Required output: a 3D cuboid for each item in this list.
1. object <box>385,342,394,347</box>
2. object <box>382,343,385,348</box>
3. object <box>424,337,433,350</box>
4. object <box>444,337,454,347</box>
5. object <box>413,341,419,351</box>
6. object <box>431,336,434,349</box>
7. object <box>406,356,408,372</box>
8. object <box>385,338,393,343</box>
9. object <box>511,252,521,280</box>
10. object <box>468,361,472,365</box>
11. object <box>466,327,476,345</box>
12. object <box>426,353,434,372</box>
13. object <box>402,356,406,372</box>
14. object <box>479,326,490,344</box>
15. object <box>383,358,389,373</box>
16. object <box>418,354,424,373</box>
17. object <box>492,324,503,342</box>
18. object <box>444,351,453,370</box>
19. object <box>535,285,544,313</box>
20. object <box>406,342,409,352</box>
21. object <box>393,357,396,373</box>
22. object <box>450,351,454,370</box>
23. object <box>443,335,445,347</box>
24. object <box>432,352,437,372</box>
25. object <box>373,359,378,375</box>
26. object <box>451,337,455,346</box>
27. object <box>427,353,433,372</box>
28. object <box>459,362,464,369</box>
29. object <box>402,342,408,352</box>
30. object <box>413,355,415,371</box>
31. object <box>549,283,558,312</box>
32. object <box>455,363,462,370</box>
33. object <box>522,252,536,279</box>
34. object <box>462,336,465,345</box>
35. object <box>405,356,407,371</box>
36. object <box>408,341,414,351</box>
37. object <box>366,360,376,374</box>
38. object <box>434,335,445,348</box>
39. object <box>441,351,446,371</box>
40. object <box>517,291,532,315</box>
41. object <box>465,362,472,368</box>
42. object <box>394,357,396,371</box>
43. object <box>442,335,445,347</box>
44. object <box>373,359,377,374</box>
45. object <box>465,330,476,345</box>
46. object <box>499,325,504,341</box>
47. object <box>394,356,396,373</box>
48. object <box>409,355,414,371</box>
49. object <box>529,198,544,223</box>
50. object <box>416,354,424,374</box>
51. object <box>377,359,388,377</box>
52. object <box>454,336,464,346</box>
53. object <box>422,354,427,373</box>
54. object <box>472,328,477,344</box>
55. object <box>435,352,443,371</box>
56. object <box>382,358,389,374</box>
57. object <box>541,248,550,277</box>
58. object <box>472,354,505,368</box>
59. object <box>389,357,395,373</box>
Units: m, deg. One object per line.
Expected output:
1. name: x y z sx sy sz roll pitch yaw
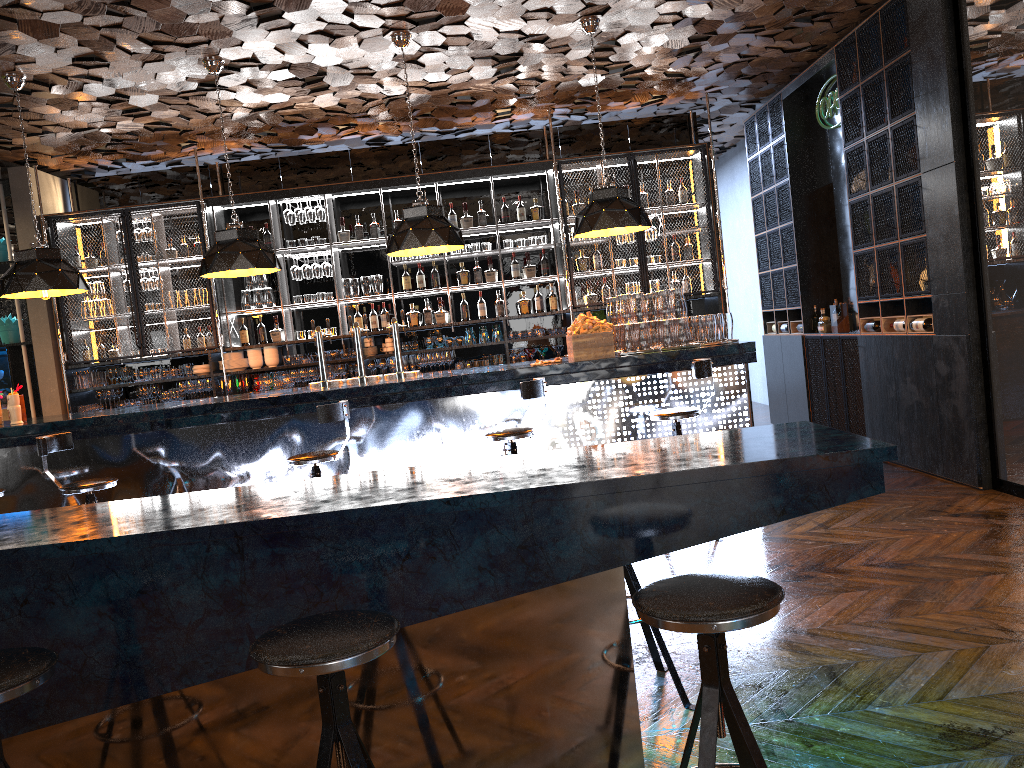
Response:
1. object: -1.241 -0.390 9.054 0.094 0.069 0.106 -4 4 40
2. object: -1.289 -0.389 9.140 0.094 0.069 0.105 -8 4 -24
3. object: -0.846 -0.416 9.017 0.100 0.125 0.100 -4 4 38
4. object: -0.637 -0.424 8.999 0.098 0.097 0.098 -8 4 -22
5. object: -0.992 -0.392 9.122 0.058 0.099 0.067 -6 3 11
6. object: -0.849 -0.422 9.139 0.100 0.125 0.100 -10 5 -43
7. object: -1.085 -0.177 9.136 0.049 0.231 0.049 -4 4 35
8. object: -1.248 -0.434 9.041 0.094 0.068 0.106 -7 3 -1
9. object: 0.033 -1.219 9.189 0.086 0.298 0.086 -9 4 -42
10. object: -0.445 -0.182 9.150 0.067 0.099 0.067 -8 4 -29
11. object: -0.426 -0.484 8.973 0.115 0.172 0.101 -5 4 28
12. object: -0.831 -0.199 9.039 0.091 0.229 0.091 -10 5 -44
13. object: -1.090 -0.169 9.008 0.049 0.231 0.049 -6 3 10
14. object: -0.284 -0.500 8.966 0.115 0.172 0.101 -7 3 -16
15. object: -1.315 -0.149 9.147 0.108 0.227 0.108 -9 4 -37
16. object: -0.932 -0.200 9.263 0.091 0.229 0.091 -4 4 34
17. object: -0.152 -0.515 8.977 0.101 0.172 0.115 -5 4 28
18. object: -0.644 -0.220 9.040 0.091 0.229 0.091 -8 4 -29
19. object: 0.281 -0.881 9.220 0.086 0.298 0.086 -9 4 -42
20. object: -1.072 -0.384 9.142 0.058 0.099 0.067 -6 3 2
21. object: -1.216 -0.161 9.100 0.058 0.234 0.058 -5 4 22
22. object: -0.644 -0.233 9.271 0.091 0.229 0.091 -7 3 -4
23. object: -0.742 -0.442 9.260 0.108 0.126 0.108 -8 4 -30
24. object: -0.798 -0.209 9.152 0.091 0.229 0.091 -5 4 31
25. object: -1.430 -0.143 9.267 0.108 0.227 0.108 -5 4 30
26. object: -0.638 -0.430 9.100 0.098 0.097 0.098 -4 4 37
27. object: -0.840 -0.211 9.265 0.091 0.229 0.091 -9 4 -39
28. object: -0.534 -0.172 9.138 0.067 0.100 0.067 -7 3 -9
29. object: -1.087 -0.373 8.977 0.058 0.099 0.067 -3 5 44
30. object: -1.011 -0.185 9.140 0.049 0.231 0.049 -6 3 7
31. object: 0.426 -0.897 9.210 0.080 0.299 0.080 -6 3 1
32. object: -0.545 -0.165 9.026 0.067 0.100 0.067 -7 3 -9
33. object: 0.175 -1.223 9.172 0.123 0.279 0.123 -7 3 -12
34. object: -0.537 -0.447 9.205 0.098 0.097 0.098 -7 3 -15
35. object: -1.090 -0.173 9.075 0.049 0.231 0.049 -6 3 8
36. object: -1.028 -0.382 9.018 0.067 0.099 0.058 -4 4 34
37. object: -1.429 -0.130 9.026 0.108 0.227 0.108 -7 3 -10
38. object: -0.736 -0.429 9.021 0.108 0.126 0.108 -4 4 33
39. object: -0.704 -0.219 9.152 0.091 0.229 0.091 -7 3 -8
40. object: 0.131 -0.838 9.204 0.151 0.248 0.094 -6 3 8
41. object: -0.441 -0.176 9.025 0.067 0.099 0.067 -8 4 -29
42. object: -1.219 -0.165 9.173 0.058 0.234 0.058 -8 4 -26
43. object: -0.738 -0.435 9.137 0.108 0.126 0.108 -7 3 -6
44. object: -1.428 -0.137 9.145 0.108 0.227 0.108 -8 4 -21
45. object: -0.434 -0.490 9.093 0.115 0.172 0.101 -6 3 9
46. object: -0.149 -0.523 9.094 0.115 0.172 0.101 -7 3 -16
47. object: -1.221 -0.170 9.257 0.058 0.234 0.058 -6 3 1
48. object: -1.015 -0.177 9.010 0.049 0.231 0.049 -7 3 -6
49. object: 0.256 -1.791 9.156 0.151 0.248 0.094 -5 4 27
50. object: -0.933 -0.187 9.031 0.091 0.229 0.091 -7 3 -15
51. object: -1.315 -0.143 9.029 0.108 0.227 0.108 -8 4 -31
52. object: -0.534 -0.436 8.996 0.098 0.097 0.098 -4 4 33
53. object: -0.893 -0.198 9.150 0.091 0.229 0.091 -5 3 20
54. object: -0.431 -0.498 9.215 0.115 0.172 0.101 -7 3 -16
55. object: -0.740 -0.209 9.039 0.091 0.229 0.091 -5 4 26
56. object: -1.319 -0.156 9.269 0.108 0.227 0.108 -4 4 35
57. object: 0.341 -1.255 9.191 0.086 0.299 0.086 -9 4 -42
58. object: -0.241 -0.224 9.141 0.356 0.134 0.206 -6 3 6
59. object: -1.217 -0.156 9.015 0.058 0.234 0.058 -4 4 42
